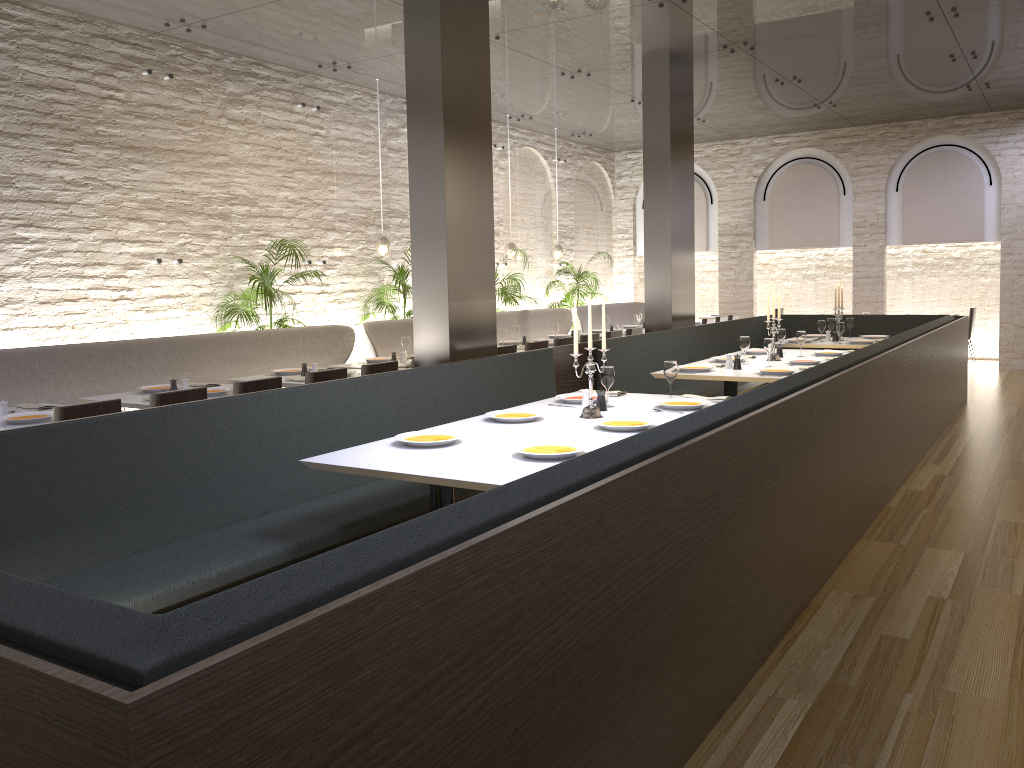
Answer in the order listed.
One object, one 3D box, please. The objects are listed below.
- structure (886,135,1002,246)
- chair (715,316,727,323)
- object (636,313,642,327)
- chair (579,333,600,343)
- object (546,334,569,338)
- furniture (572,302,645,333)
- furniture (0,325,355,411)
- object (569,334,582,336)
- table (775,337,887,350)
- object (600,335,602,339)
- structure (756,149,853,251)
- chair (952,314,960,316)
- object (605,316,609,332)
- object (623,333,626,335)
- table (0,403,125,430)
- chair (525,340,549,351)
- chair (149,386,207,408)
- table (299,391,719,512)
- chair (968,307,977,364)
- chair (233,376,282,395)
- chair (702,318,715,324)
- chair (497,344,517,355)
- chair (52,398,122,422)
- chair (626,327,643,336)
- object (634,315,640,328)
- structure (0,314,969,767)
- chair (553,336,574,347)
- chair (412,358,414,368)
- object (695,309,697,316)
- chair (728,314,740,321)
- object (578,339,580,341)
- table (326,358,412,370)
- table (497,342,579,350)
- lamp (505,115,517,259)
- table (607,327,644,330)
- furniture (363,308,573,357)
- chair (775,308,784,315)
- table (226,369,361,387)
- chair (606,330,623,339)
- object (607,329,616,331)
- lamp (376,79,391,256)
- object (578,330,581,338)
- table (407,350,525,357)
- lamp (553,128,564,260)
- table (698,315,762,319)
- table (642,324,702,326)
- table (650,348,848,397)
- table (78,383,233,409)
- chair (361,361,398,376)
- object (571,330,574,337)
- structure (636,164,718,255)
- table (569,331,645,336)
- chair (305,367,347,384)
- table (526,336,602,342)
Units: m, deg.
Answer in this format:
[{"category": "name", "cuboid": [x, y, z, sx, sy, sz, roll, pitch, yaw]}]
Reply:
[{"category": "structure", "cuboid": [6.716, -3.030, 13.821, 1.634, 1.670, 0.098, 2, 5, 32]}, {"category": "chair", "cuboid": [2.921, -0.566, 13.328, 0.566, 0.903, 0.413, 2, 6, 32]}, {"category": "object", "cuboid": [1.855, -0.919, 12.928, 0.086, 0.230, 0.087, -4, 5, -28]}, {"category": "chair", "cuboid": [0.650, -0.098, 9.716, 0.566, 0.903, 0.413, 2, 6, 32]}, {"category": "object", "cuboid": [0.595, -0.607, 11.328, 0.321, 0.036, 0.323, 0, 7, 10]}, {"category": "furniture", "cuboid": [1.744, -0.721, 14.070, 0.707, 1.094, 2.592, 2, 7, 32]}, {"category": "furniture", "cuboid": [-2.672, 0.189, 7.049, 0.709, 1.094, 4.489, 2, 7, 32]}, {"category": "object", "cuboid": [0.791, -0.636, 11.607, 0.273, 0.033, 0.143, 3, 8, 32]}, {"category": "table", "cuboid": [3.567, -0.101, 9.791, 1.101, 0.757, 1.192, 2, 7, 32]}, {"category": "object", "cuboid": [1.049, -0.584, 11.041, 0.321, 0.036, 0.323, 0, 7, 10]}, {"category": "structure", "cuboid": [4.921, -3.119, 14.947, 1.634, 1.670, 0.098, 2, 5, 32]}, {"category": "chair", "cuboid": [5.846, -0.506, 12.228, 0.566, 0.903, 0.413, 2, 6, 32]}, {"category": "object", "cuboid": [1.273, -0.799, 12.002, 0.086, 0.230, 0.087, -4, 5, -28]}, {"category": "object", "cuboid": [1.450, -0.660, 11.682, 0.273, 0.033, 0.143, 3, 8, 32]}, {"category": "table", "cuboid": [-2.952, 0.578, 5.192, 0.936, 0.757, 1.013, 2, 7, 32]}, {"category": "chair", "cuboid": [0.053, 0.025, 8.766, 0.566, 0.903, 0.413, 2, 6, 32]}, {"category": "chair", "cuboid": [-2.122, 0.473, 5.307, 0.566, 0.903, 0.413, 2, 6, 32]}, {"category": "table", "cuboid": [0.254, 0.582, 4.522, 1.101, 0.757, 2.546, 2, 7, 32]}, {"category": "chair", "cuboid": [7.274, -0.800, 14.500, 0.566, 0.903, 0.413, 2, 6, 32]}, {"category": "chair", "cuboid": [-1.806, 0.408, 5.809, 0.566, 0.903, 0.413, 2, 6, 32]}, {"category": "chair", "cuboid": [2.624, -0.505, 12.854, 0.566, 0.903, 0.413, 2, 6, 32]}, {"category": "chair", "cuboid": [-0.262, 0.090, 8.265, 0.566, 0.903, 0.413, 2, 6, 32]}, {"category": "chair", "cuboid": [-2.422, 0.535, 4.830, 0.566, 0.903, 0.413, 2, 6, 32]}, {"category": "chair", "cuboid": [1.266, -0.225, 10.696, 0.566, 0.903, 0.413, 2, 6, 32]}, {"category": "object", "cuboid": [1.729, -0.838, 12.250, 0.086, 0.230, 0.087, -4, 5, -28]}, {"category": "structure", "cuboid": [1.388, 0.232, 6.284, 2.373, 0.997, 10.780, 3, 8, 32]}, {"category": "chair", "cuboid": [0.351, -0.036, 9.240, 0.566, 0.903, 0.413, 2, 6, 32]}, {"category": "chair", "cuboid": [-0.863, 0.214, 7.309, 0.566, 0.903, 0.413, 2, 6, 32]}, {"category": "object", "cuboid": [2.910, -1.081, 14.128, 0.086, 0.230, 0.087, -4, 5, -28]}, {"category": "chair", "cuboid": [3.228, -0.629, 13.815, 0.566, 0.903, 0.413, 2, 6, 32]}, {"category": "object", "cuboid": [0.857, -0.538, 10.738, 0.273, 0.033, 0.143, 3, 8, 32]}, {"category": "table", "cuboid": [-1.022, 0.180, 8.261, 0.936, 0.757, 1.013, 2, 7, 32]}, {"category": "table", "cuboid": [0.213, -0.074, 10.224, 0.936, 0.757, 1.013, 2, 7, 32]}, {"category": "lamp", "cuboid": [-0.032, -2.817, 12.688, 0.178, 2.034, 0.178, 0, 4, 11]}, {"category": "table", "cuboid": [2.014, -0.445, 13.088, 0.936, 0.757, 1.013, 2, 7, 32]}, {"category": "furniture", "cuboid": [-0.209, -0.319, 10.966, 0.709, 1.094, 4.489, 2, 7, 32]}, {"category": "chair", "cuboid": [4.635, -0.931, 16.154, 0.566, 0.903, 0.413, 2, 6, 32]}, {"category": "table", "cuboid": [-1.623, 0.304, 7.305, 0.936, 0.757, 1.013, 2, 7, 32]}, {"category": "chair", "cuboid": [0.965, -0.163, 10.216, 0.566, 0.903, 0.413, 2, 6, 32]}, {"category": "object", "cuboid": [1.385, -0.759, 12.551, 0.273, 0.033, 0.143, 3, 8, 32]}, {"category": "lamp", "cuboid": [-1.528, -2.509, 10.308, 0.178, 2.034, 0.178, -4, 5, -37]}, {"category": "object", "cuboid": [0.848, -0.630, 11.139, 0.059, 0.109, 0.059, 1, 5, 24]}, {"category": "table", "cuboid": [-0.404, 0.053, 9.243, 0.936, 0.757, 1.013, 2, 7, 32]}, {"category": "lamp", "cuboid": [0.705, -2.969, 13.859, 0.178, 2.034, 0.178, 0, 4, 11]}, {"category": "table", "cuboid": [4.086, -0.887, 16.511, 0.936, 0.757, 1.013, 2, 7, 32]}, {"category": "table", "cuboid": [2.619, -0.570, 14.051, 0.936, 0.757, 1.013, 2, 7, 32]}, {"category": "table", "cuboid": [2.210, 0.179, 7.633, 1.101, 0.757, 2.546, 2, 7, 32]}, {"category": "table", "cuboid": [-2.287, 0.441, 6.248, 0.936, 0.757, 1.013, 2, 7, 32]}, {"category": "chair", "cuboid": [-1.178, 0.279, 6.807, 0.566, 0.903, 0.413, 2, 6, 32]}, {"category": "object", "cuboid": [0.764, -0.628, 11.138, 0.059, 0.109, 0.059, 1, 5, 24]}, {"category": "structure", "cuboid": [3.005, -3.214, 16.147, 1.634, 1.670, 0.098, 2, 5, 32]}, {"category": "table", "cuboid": [1.428, -0.325, 12.157, 0.936, 0.757, 1.013, 2, 7, 32]}, {"category": "chair", "cuboid": [-1.479, 0.341, 6.330, 0.566, 0.903, 0.413, 2, 6, 32]}, {"category": "table", "cuboid": [0.834, -0.202, 11.213, 0.936, 0.757, 1.013, 2, 7, 32]}]
